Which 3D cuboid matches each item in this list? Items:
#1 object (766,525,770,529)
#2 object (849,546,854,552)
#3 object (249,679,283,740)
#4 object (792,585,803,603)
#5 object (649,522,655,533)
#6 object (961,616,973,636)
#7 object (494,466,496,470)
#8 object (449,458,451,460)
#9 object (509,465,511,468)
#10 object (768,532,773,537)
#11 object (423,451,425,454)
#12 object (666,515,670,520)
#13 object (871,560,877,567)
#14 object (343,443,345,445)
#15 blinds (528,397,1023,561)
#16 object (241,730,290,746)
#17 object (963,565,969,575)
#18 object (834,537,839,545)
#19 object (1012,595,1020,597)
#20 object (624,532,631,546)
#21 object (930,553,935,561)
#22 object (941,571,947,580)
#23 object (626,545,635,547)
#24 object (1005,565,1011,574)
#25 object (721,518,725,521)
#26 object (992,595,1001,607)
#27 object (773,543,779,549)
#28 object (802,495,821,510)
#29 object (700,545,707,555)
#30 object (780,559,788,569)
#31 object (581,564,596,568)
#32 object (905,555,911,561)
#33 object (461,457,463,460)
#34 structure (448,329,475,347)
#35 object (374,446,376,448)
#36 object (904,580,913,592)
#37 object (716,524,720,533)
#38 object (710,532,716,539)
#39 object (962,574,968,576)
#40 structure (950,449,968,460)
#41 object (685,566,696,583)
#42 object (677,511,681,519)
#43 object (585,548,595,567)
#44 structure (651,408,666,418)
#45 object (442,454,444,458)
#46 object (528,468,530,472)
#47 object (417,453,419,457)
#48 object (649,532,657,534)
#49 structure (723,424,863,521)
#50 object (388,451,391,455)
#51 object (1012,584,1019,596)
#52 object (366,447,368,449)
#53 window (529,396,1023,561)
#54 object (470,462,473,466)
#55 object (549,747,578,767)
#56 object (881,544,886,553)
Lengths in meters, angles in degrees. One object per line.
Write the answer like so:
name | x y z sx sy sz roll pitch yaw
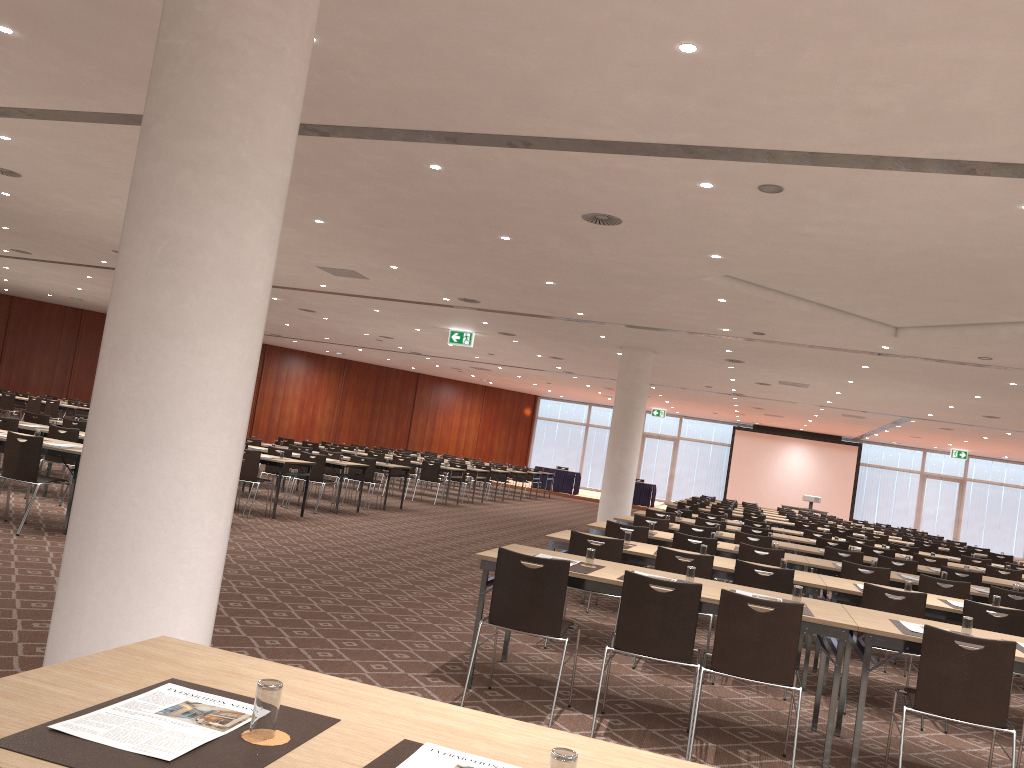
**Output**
object | 3.790 2.156 13.151 0.054 0.114 0.054 7 -4 27
object | 4.203 2.067 10.980 0.054 0.114 0.054 8 -4 4
object | -0.529 0.699 1.911 0.054 0.114 0.054 10 -4 -18
object | 1.759 1.302 5.467 0.054 0.114 0.054 10 -4 -18
object | 1.521 1.562 9.667 0.054 0.114 0.054 12 -5 -41
object | 2.667 1.422 5.197 0.054 0.114 0.054 10 -4 -18
object | -0.469 2.280 24.156 0.054 0.114 0.054 8 -4 4
object | -1.724 2.112 24.507 0.054 0.114 0.054 8 -4 4
object | -0.078 2.624 28.180 0.054 0.114 0.054 8 -4 4
object | 3.269 1.941 11.235 0.054 0.114 0.054 10 -4 -18
object | -2.868 2.251 28.962 0.054 0.114 0.054 10 -4 -18
object | 2.033 1.776 11.588 0.054 0.114 0.054 8 -4 4
object | 3.691 1.851 9.044 0.054 0.114 0.054 12 -5 -41
object | -4.402 1.607 23.190 0.054 0.114 0.054 12 -5 -41
blinds | 11.761 3.920 37.182 22.843 3.814 0.115 8 -4 15
object | -0.528 0.757 1.903 0.102 0.001 0.102 10 -4 -18
object | 5.444 2.232 10.625 0.054 0.114 0.054 12 -5 -41
object | 4.720 2.282 12.905 0.054 0.114 0.054 12 -5 -41
object | 4.935 2.076 8.692 0.102 0.001 0.102 8 -4 4
object | 1.007 1.346 7.727 0.054 0.114 0.054 8 -4 4
object | 5.955 2.447 12.553 0.054 0.114 0.054 12 -5 -41
object | 4.322 1.936 8.874 0.054 0.114 0.054 12 -5 -41
object | 1.017 1.405 7.721 0.102 0.001 0.102 8 -4 4
object | 6.880 2.571 12.297 0.054 0.114 0.054 10 -4 -18
object | 3.166 2.074 13.337 0.054 0.114 0.054 7 -4 27
object | 3.804 1.722 6.966 0.054 0.114 0.054 8 -4 4
object | 2.764 1.728 9.310 0.054 0.114 0.054 10 -4 -18
object | 10.344 4.098 30.656 0.576 0.472 0.615 8 -4 15
object | 1.633 1.431 7.568 0.054 0.114 0.054 7 -4 27
object | 2.260 1.514 7.379 0.054 0.114 0.054 12 -5 -41
object | 0.498 1.190 5.794 0.102 0.001 0.102 10 -4 -18
object | 4.818 2.149 10.802 0.054 0.114 0.054 8 -4 4
object | -1.627 2.417 28.619 0.054 0.114 0.054 10 -4 -18
structure | -1.174 -1.059 20.550 0.587 0.346 0.105 8 -4 15
object | -3.886 1.822 25.105 0.054 0.114 0.054 10 -4 -18
object | 3.181 1.637 7.120 0.054 0.114 0.054 8 -4 4
object | 2.648 1.859 11.416 0.054 0.114 0.054 8 -4 4
object | 2.151 1.646 9.484 0.054 0.114 0.054 10 -4 -18
object | 5.450 2.291 10.622 0.102 0.001 0.102 12 -5 -41
structure | 17.127 2.700 33.985 0.587 0.346 0.105 8 -4 15
object | 1.135 1.218 5.641 0.054 0.114 0.054 12 -5 -41
object | 2.543 1.991 13.514 0.054 0.114 0.054 12 -5 -41
object | 0.511 1.134 5.799 0.054 0.114 0.054 10 -4 -18
structure | 6.128 1.227 37.048 0.587 0.346 0.105 8 -4 15
object | -2.252 2.333 28.785 0.054 0.114 0.054 10 -4 -18
object | 0.542 2.707 28.009 0.054 0.114 0.054 8 -4 4
object | -2.637 1.989 24.761 0.054 0.114 0.054 10 -4 -18
object | 1.525 1.619 9.648 0.102 0.001 0.102 10 -4 -18
structure | 11.618 3.659 36.851 5.156 3.523 0.396 8 -4 15
object | -3.151 1.775 22.842 0.054 0.114 0.054 12 -5 -41
object | 4.940 2.019 8.697 0.054 0.114 0.054 12 -5 -41
object | -3.772 1.692 23.018 0.054 0.114 0.054 12 -5 -41
window | 11.854 3.920 37.389 22.953 3.870 0.217 8 -4 15
object | -1.107 2.194 24.329 0.054 0.114 0.054 8 -4 4
object | 0.096 0.784 1.752 0.054 0.114 0.054 10 -4 -18
object | 5.335 2.364 12.729 0.054 0.114 0.054 12 -5 -41
